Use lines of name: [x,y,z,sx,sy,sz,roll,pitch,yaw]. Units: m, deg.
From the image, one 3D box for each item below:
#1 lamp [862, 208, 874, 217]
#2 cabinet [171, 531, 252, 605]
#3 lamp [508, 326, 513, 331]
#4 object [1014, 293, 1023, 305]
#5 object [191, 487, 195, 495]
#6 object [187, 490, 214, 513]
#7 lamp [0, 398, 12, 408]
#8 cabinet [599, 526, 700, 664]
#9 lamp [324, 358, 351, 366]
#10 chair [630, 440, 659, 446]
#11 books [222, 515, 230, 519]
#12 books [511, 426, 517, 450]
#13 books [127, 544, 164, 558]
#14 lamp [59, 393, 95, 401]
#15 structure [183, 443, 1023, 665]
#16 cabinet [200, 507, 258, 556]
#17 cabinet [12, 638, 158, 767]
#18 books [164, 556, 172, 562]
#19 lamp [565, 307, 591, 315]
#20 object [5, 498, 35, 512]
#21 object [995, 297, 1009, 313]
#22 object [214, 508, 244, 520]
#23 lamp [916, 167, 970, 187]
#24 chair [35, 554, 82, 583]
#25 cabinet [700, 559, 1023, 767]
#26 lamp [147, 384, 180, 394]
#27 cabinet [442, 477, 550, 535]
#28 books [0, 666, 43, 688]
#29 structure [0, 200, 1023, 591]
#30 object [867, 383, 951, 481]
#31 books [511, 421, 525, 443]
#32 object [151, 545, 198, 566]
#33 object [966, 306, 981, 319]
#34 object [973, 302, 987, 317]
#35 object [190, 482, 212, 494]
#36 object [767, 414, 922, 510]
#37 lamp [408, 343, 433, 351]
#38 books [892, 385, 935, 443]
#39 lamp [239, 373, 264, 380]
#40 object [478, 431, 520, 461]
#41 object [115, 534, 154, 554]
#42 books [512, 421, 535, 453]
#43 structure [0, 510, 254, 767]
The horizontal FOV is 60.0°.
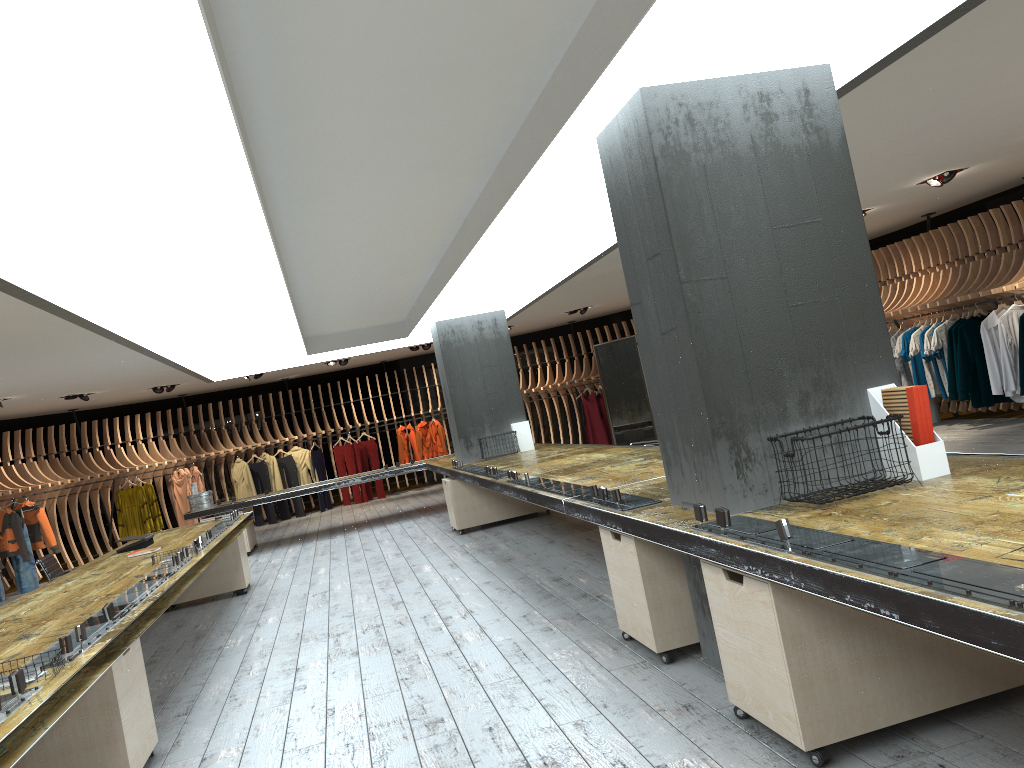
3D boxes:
lamp: [4.099,-2.076,10.678,0.269,0.294,0.492,-11,-1,-12]
cabinet: [-3.328,1.931,9.121,1.132,0.631,0.593,-11,-2,-12]
lamp: [-0.216,-1.084,16.704,0.492,0.292,0.269,-12,-2,21]
object: [5.582,-0.866,9.769,0.525,0.270,0.012,-11,-2,-12]
object: [-4.456,1.494,12.372,0.062,0.109,0.062,-13,-3,44]
object: [-4.386,1.660,12.516,0.303,0.239,0.497,-11,-1,-11]
lamp: [-7.046,0.190,11.974,0.269,0.296,0.492,-12,-1,8]
cabinet: [1.128,0.942,4.608,1.132,0.631,0.593,-11,-2,-12]
lamp: [-3.283,-0.467,16.655,0.493,0.296,0.269,-11,-2,-19]
chair: [1.423,0.858,9.003,0.668,0.860,0.692,-11,-2,-16]
books: [-3.032,1.418,9.524,0.155,0.025,0.109,-11,-1,-17]
books: [0.126,0.658,11.046,0.215,0.368,0.047,-11,-2,-12]
books: [-3.005,1.371,7.284,0.213,0.026,0.365,-11,-1,-12]
lamp: [-6.634,0.137,13.505,0.269,0.293,0.493,-12,-2,20]
structure: [-0.513,1.164,4.715,4.839,0.845,18.453,-11,-1,-12]
cabinet: [-4.055,2.154,12.740,0.594,0.631,1.130,-11,-1,-12]
cabinet: [-2.298,1.617,4.033,1.132,0.631,0.593,-11,-2,-12]
books: [-2.359,1.213,6.223,0.155,0.025,0.109,-11,-1,-17]
lamp: [1.196,-1.380,16.046,0.492,0.294,0.269,-12,-2,33]
object: [-7.566,1.844,13.457,0.550,0.243,0.023,-10,-2,-35]
object: [5.535,-0.851,9.998,0.525,0.270,0.012,-11,-2,-7]
object: [-3.038,1.409,9.526,0.302,0.074,0.216,-11,-1,-18]
lamp: [4.412,-2.176,9.119,0.269,0.286,0.492,-11,-1,-12]
chair: [-3.692,1.857,7.699,0.668,0.860,0.692,-10,-2,-26]
cabinet: [1.395,0.860,3.286,1.132,0.631,0.593,-11,-2,-12]
lamp: [-5.840,0.009,14.878,0.269,0.298,0.493,-13,-2,38]
cabinet: [-0.184,1.329,10.501,1.132,0.631,0.593,-11,-2,-12]
books: [-1.726,1.019,3.076,0.155,0.025,0.109,-11,-1,-17]
structure: [0.749,-0.053,0.906,14.892,2.441,36.511,-11,-1,-12]
object: [1.626,0.190,3.646,0.129,0.383,0.239,-11,-2,-12]
books: [0.134,0.656,11.005,0.215,0.368,0.075,-11,-2,-12]
object: [-2.365,1.203,6.225,0.302,0.071,0.209,-11,-1,-17]
object: [5.449,-0.816,10.490,0.525,0.270,0.012,-11,-2,-12]
object: [5.460,-0.821,10.362,0.525,0.270,0.012,-11,-2,-7]
object: [-4.374,1.473,12.478,0.263,0.204,0.088,-11,-2,-13]
object: [1.306,0.304,3.515,0.460,0.290,0.329,-11,-2,-14]
lamp: [-1.755,-0.767,16.933,0.493,0.298,0.269,-11,-2,-3]
books: [1.661,0.190,3.660,0.048,0.368,0.215,-11,-2,-12]
lamp: [-4.679,-0.208,15.945,0.493,0.284,0.269,-10,-2,-32]
object: [-0.154,0.750,10.751,0.460,0.290,0.329,-11,-2,-9]
object: [-3.356,1.412,7.905,0.261,0.111,0.372,-11,-1,-12]
books: [0.140,0.654,10.978,0.215,0.368,0.072,-11,-2,-12]
structure: [-2.319,1.523,4.542,1.163,0.845,10.439,-11,-1,-12]
